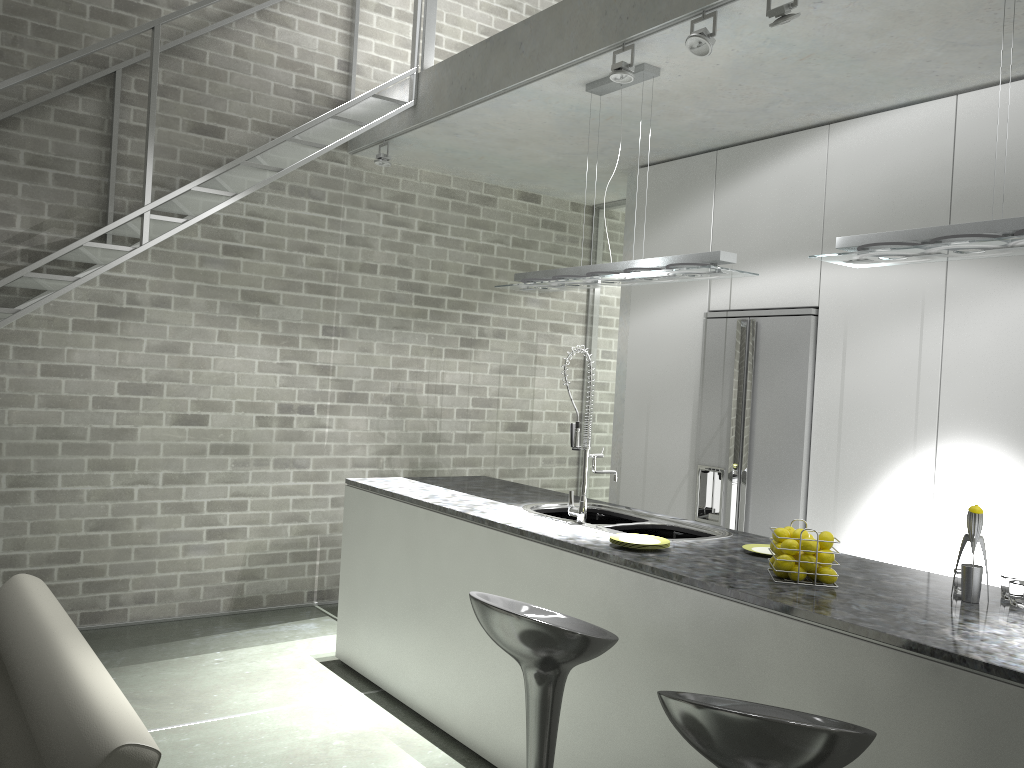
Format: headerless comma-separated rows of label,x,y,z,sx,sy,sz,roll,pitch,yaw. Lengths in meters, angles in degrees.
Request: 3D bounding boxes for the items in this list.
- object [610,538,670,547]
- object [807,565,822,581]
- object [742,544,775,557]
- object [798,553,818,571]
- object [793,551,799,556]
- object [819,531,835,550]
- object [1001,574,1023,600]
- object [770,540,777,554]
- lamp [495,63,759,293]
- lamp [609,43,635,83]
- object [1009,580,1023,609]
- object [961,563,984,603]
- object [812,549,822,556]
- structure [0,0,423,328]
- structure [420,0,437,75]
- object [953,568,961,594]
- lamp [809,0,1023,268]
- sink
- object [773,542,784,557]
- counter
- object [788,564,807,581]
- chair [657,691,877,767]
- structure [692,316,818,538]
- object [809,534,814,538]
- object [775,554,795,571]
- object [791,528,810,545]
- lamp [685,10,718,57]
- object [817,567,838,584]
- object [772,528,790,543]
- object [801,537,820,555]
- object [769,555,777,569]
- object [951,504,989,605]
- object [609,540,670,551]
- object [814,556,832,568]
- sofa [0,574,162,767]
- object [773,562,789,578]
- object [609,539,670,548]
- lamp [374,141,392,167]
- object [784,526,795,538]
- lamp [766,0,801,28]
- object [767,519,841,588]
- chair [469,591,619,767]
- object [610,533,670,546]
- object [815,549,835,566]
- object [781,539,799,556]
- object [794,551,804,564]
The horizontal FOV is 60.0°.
object,0.460,0.571,3.196,0.217,0.017,0.216,3,0,-3
object,0.955,0.591,2.790,0.061,0.055,0.050,3,0,0
object,0.945,0.608,3.213,0.217,0.017,0.216,3,0,-10
object,0.915,0.551,2.742,0.061,0.055,0.051,3,0,24
object,0.913,0.530,2.849,0.051,0.053,0.064,3,0,-43
object,0.982,0.491,2.777,0.050,0.060,0.059,3,0,44
object,1.511,0.615,2.679,0.064,0.070,0.063,3,0,2
object,0.866,0.529,2.883,0.053,0.051,0.063,3,0,13
lamp,0.486,-0.954,4.139,0.290,0.964,1.490,3,0,-36
lamp,0.465,-1.349,3.734,0.109,0.136,0.109,3,0,7
object,1.491,0.615,2.588,0.063,0.070,0.064,3,0,-28
object,1.355,0.589,2.616,0.060,0.106,0.060,3,0,-42
object,0.957,0.520,2.808,0.055,0.051,0.061,3,0,39
structure,-2.634,-0.736,4.233,4.345,4.246,0.902,3,0,-36
structure,1.141,-2.160,2.870,0.070,0.972,5.560,3,0,-36
object,1.389,0.608,2.723,0.064,0.070,0.063,3,0,2
lamp,1.610,-0.884,2.565,0.290,0.964,1.490,3,0,-36
sink,0.468,0.358,3.833,0.546,1.023,0.987,3,0,-36
object,0.864,0.531,2.821,0.062,0.053,0.052,3,0,16
counter,0.722,1.084,3.230,0.900,0.960,4.400,3,0,-36
object,0.885,0.585,2.749,0.063,0.053,0.051,3,0,-38
chair,0.528,1.112,1.936,0.457,0.931,0.464,3,0,35
structure,1.329,0.582,4.939,0.160,1.900,0.743,3,0,-36
object,0.949,0.507,2.873,0.063,0.051,0.053,3,0,0
object,0.846,0.555,2.749,0.061,0.054,0.052,3,0,21
object,0.916,0.486,2.816,0.063,0.053,0.051,3,0,-44
lamp,0.718,-1.326,3.367,0.115,0.151,0.115,3,0,7
object,0.970,0.590,2.732,0.062,0.052,0.053,3,0,-6
object,0.863,0.486,2.842,0.053,0.051,0.063,3,0,2
object,0.922,0.501,2.746,0.063,0.053,0.051,3,0,-33
object,0.861,0.576,2.864,0.052,0.057,0.060,3,0,-44
object,1.375,0.499,2.617,0.088,0.288,0.101,3,0,-6
object,0.459,0.580,3.196,0.217,0.017,0.216,3,0,-3
object,0.985,0.569,2.821,0.062,0.053,0.052,3,0,-9
sofa,-1.684,1.090,2.466,0.902,0.717,2.114,3,0,-36
object,0.862,0.582,2.803,0.074,0.063,0.064,3,0,-25
object,0.460,0.575,3.196,0.217,0.017,0.216,3,0,-3
lamp,2.378,-1.241,4.391,6.854,0.136,0.110,3,0,19
object,0.897,0.492,2.881,0.052,0.060,0.057,3,0,33
lamp,0.946,-1.312,3.084,0.115,0.151,0.115,3,0,7
object,0.921,0.529,2.809,0.189,0.174,0.207,3,0,9
chair,0.080,1.084,2.622,0.464,0.931,0.457,3,0,-22
object,0.460,0.566,3.196,0.217,0.017,0.216,3,0,-3
object,0.973,0.540,2.758,0.061,0.054,0.053,3,0,1
object,0.868,0.510,2.768,0.053,0.052,0.061,3,0,-32
object,0.912,0.548,2.772,0.062,0.053,0.051,3,0,-38
